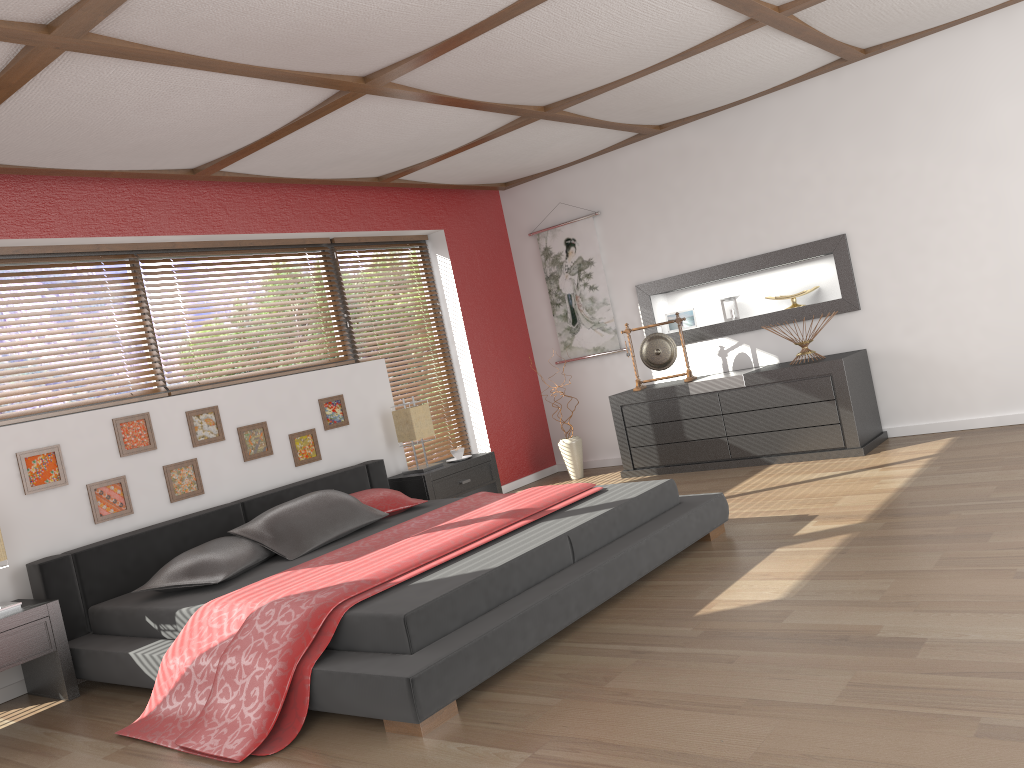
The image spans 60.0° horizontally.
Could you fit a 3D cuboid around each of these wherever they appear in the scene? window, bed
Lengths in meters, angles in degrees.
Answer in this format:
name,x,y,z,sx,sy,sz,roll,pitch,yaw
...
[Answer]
name,x,y,z,sx,sy,sz,roll,pitch,yaw
window,-0.813,-0.105,6.632,0.020,1.893,0.889,-11,2,38
bed,-0.667,0.776,4.031,2.413,0.577,2.469,-11,2,38
window,-2.100,-0.342,5.090,0.020,0.786,2.817,-11,2,38

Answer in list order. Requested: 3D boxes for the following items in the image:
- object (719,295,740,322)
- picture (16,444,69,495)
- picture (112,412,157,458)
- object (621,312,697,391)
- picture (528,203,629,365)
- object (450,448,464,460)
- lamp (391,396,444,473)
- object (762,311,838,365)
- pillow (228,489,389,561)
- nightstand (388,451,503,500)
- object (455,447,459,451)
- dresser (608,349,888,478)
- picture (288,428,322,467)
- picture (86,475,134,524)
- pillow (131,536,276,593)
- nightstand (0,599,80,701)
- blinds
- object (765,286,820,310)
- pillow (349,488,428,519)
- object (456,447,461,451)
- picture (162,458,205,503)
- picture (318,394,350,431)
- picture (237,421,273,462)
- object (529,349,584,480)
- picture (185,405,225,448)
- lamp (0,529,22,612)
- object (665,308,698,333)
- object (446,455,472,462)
name,x,y,z,sx,sy,sz,roll,pitch,yaw
object,1.616,-0.553,6.515,0.159,0.171,0.159,-12,2,-3
picture,-2.221,0.403,4.196,0.010,0.200,0.200,-11,2,38
picture,-1.944,0.260,4.573,0.010,0.200,0.200,-11,2,38
object,1.055,-0.237,6.400,0.490,0.498,0.173,-11,2,23
picture,0.506,-0.830,7.111,0.701,1.270,0.028,-11,2,38
object,-0.364,0.476,6.000,0.099,0.069,0.099,-13,2,-27
lamp,-0.637,0.322,5.851,0.200,0.480,0.200,-11,2,38
object,1.893,-0.285,5.762,0.481,0.282,0.481,-12,2,5
pillow,-1.025,0.693,4.539,0.386,0.241,0.744,-11,2,34
nightstand,-0.439,0.750,5.933,0.413,0.423,0.700,-11,2,38
object,-0.374,0.439,6.006,0.007,0.007,0.192,-12,2,3
dresser,1.568,0.225,6.124,1.740,0.608,0.540,-11,2,38
picture,-1.257,0.386,5.396,0.010,0.200,0.200,-11,2,38
picture,-2.004,0.576,4.425,0.010,0.200,0.200,-11,2,38
pillow,-1.390,0.833,4.193,0.418,0.172,0.745,-12,2,14
nightstand,-2.233,1.198,3.600,0.413,0.423,0.700,-11,2,38
blinds,-1.930,0.214,5.062,0.032,1.952,4.840,-11,2,38
object,1.973,-0.591,6.212,0.350,0.116,0.181,-11,2,28
pillow,-0.882,0.703,4.940,0.745,0.172,0.418,-13,2,-33
object,-0.361,0.437,5.986,0.007,0.007,0.192,-12,2,8
picture,-1.756,0.515,4.747,0.010,0.200,0.200,-11,2,38
picture,-1.126,0.179,5.607,0.010,0.200,0.200,-11,2,38
picture,-1.484,0.331,5.128,0.010,0.200,0.200,-11,2,38
object,0.365,0.239,6.856,0.364,1.035,0.422,-12,2,14
picture,-1.691,0.233,4.894,0.010,0.200,0.200,-11,2,38
lamp,-2.263,0.729,3.737,0.200,0.480,0.200,-11,2,38
object,1.285,-0.483,6.740,0.226,0.146,0.041,-11,2,18
object,-0.357,0.508,6.001,0.179,0.012,0.179,-13,2,-27
